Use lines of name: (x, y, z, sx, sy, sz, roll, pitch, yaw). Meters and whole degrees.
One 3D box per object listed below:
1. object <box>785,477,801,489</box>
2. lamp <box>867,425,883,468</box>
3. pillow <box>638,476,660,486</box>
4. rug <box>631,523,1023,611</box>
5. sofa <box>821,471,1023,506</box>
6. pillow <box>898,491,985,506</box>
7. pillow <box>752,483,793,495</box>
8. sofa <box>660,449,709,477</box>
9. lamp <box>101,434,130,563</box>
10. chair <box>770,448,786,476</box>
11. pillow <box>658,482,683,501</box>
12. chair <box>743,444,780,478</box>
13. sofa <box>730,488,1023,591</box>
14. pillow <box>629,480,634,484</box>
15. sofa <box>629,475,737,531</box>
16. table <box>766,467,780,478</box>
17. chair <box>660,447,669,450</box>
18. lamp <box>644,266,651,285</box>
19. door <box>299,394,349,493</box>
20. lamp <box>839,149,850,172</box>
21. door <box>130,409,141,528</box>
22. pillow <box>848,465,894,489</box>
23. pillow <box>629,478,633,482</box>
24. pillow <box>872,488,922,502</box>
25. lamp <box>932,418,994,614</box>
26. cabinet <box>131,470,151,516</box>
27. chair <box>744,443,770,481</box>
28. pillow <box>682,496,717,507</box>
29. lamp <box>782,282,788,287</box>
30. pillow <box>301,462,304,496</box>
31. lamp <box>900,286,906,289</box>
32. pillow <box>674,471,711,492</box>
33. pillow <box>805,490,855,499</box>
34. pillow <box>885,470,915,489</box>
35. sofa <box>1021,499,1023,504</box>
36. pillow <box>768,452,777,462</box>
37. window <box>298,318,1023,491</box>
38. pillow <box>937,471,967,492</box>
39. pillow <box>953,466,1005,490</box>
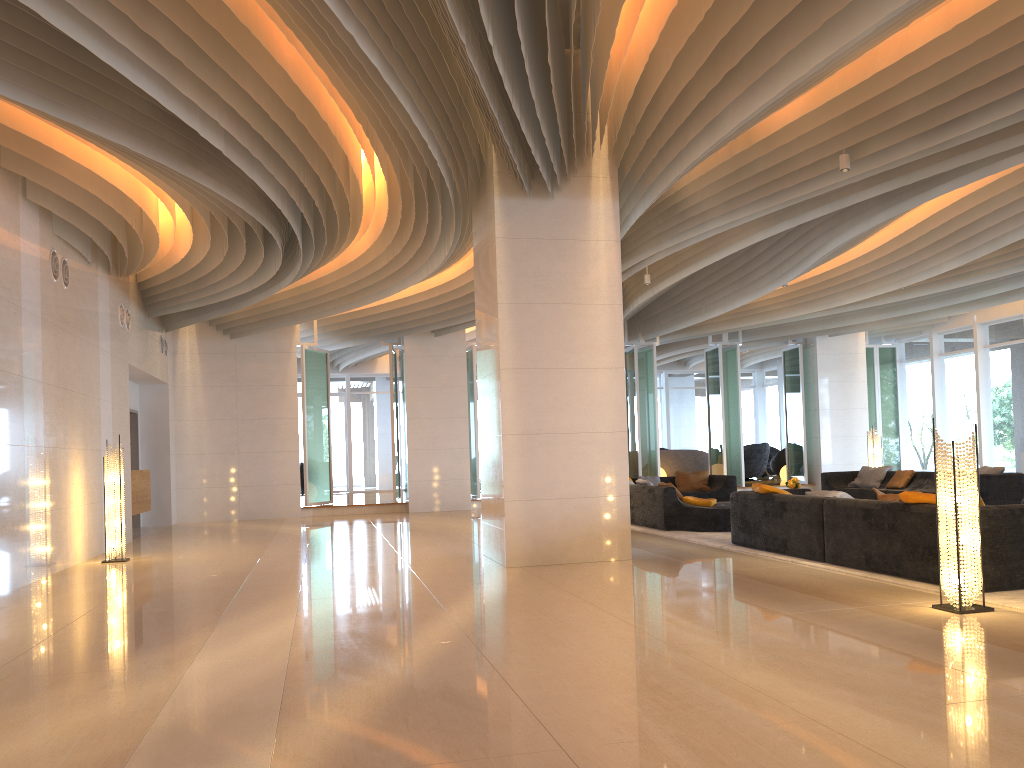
object: (4.316, 1.599, 13.606, 0.234, 0.376, 0.269, -3, -3, 19)
lamp: (6.661, 1.432, 16.261, 0.252, 1.448, 0.249, -2, -2, -13)
pillow: (2.476, 1.795, 15.820, 0.410, 0.312, 0.320, -1, -3, -11)
rug: (5.230, 1.576, 8.729, 5.553, 0.022, 16.142, -1, -5, -12)
sofa: (6.292, 1.675, 13.939, 0.948, 0.581, 3.759, -1, -5, -12)
pillow: (3.310, 0.977, 6.611, 0.556, 0.377, 0.630, 1, -5, -35)
pillow: (2.773, 1.203, 9.117, 0.544, 0.377, 0.643, -2, -4, 9)
sofa: (4.127, 2.136, 22.768, 2.524, 0.899, 1.129, -5, -5, 37)
lamp: (-4.556, 1.307, 10.162, 0.252, 1.448, 0.249, -2, -2, -13)
chair: (7.880, 2.099, 24.492, 1.527, 1.003, 1.132, -1, -3, -11)
pillow: (2.180, 1.475, 11.959, 0.331, 0.310, 0.422, -1, -4, -11)
chair: (7.468, 2.278, 26.478, 1.518, 1.003, 1.138, -2, -3, -1)
sofa: (3.180, 1.280, 7.892, 0.948, 0.581, 3.759, -1, -5, -12)
pillow: (1.822, 1.626, 13.716, 0.551, 0.376, 0.647, -1, -4, -17)
sofa: (2.922, 1.733, 13.689, 2.846, 0.652, 5.064, -1, -5, -12)
table: (7.757, 2.529, 25.474, 1.084, 0.318, 0.817, -1, -4, -7)
chair: (4.400, 2.241, 24.786, 1.541, 1.003, 1.122, 0, -4, -30)
lamp: (1.959, -2.210, 12.999, 0.088, 1.503, 0.090, -3, -2, 32)
door: (-5.334, 1.672, 24.731, 1.470, 2.766, 0.060, -1, -1, -14)
lamp: (2.956, -2.661, 7.956, 0.090, 1.503, 0.088, -1, -1, -22)
door: (-6.694, 1.478, 15.284, 0.248, 2.097, 1.398, -2, -2, -12)
pillow: (6.149, 1.594, 15.229, 0.556, 0.377, 0.630, 1, -5, -35)
pillow: (1.795, 1.648, 14.054, 0.416, 0.334, 0.330, -5, -4, 43)
pillow: (3.248, 1.053, 7.252, 0.447, 0.409, 0.599, -1, -4, -11)
lamp: (2.775, 0.801, 5.512, 0.252, 1.196, 0.249, -2, -2, -13)
cabinet: (-5.977, 1.657, 13.587, 0.563, 0.660, 1.503, -1, -4, -12)
chair: (6.280, 2.089, 23.718, 1.544, 1.003, 1.119, 1, -5, -40)
pillow: (2.480, 1.547, 11.711, 0.406, 0.135, 0.422, -4, -5, 21)
lamp: (4.136, -2.239, 13.536, 0.088, 1.503, 0.090, -3, -2, 32)
pillow: (-5.056, 2.067, 18.812, 1.531, 1.003, 1.129, -1, -3, -16)
lamp: (6.151, -2.266, 14.035, 0.088, 1.503, 0.090, -3, -2, 32)
pillow: (3.260, 1.758, 16.031, 0.635, 0.377, 0.551, -3, -4, 9)
pillow: (3.033, 1.182, 8.261, 0.423, 0.376, 0.584, -1, -4, -11)
pillow: (6.310, 1.549, 14.407, 0.324, 0.311, 0.405, -1, -4, -15)
sofa: (7.149, 1.248, 9.125, 1.362, 0.581, 4.121, -1, -5, -14)
pillow: (7.820, 2.178, 26.537, 0.500, 0.408, 0.468, -3, -3, 14)
window: (8.887, -0.139, 11.766, 53.635, 3.213, 22.546, -6, -6, 42)
pillow: (6.565, 1.442, 13.217, 0.324, 0.311, 0.406, -1, -4, -11)
pillow: (6.686, 1.369, 12.723, 0.544, 0.377, 0.643, -2, -4, 9)
